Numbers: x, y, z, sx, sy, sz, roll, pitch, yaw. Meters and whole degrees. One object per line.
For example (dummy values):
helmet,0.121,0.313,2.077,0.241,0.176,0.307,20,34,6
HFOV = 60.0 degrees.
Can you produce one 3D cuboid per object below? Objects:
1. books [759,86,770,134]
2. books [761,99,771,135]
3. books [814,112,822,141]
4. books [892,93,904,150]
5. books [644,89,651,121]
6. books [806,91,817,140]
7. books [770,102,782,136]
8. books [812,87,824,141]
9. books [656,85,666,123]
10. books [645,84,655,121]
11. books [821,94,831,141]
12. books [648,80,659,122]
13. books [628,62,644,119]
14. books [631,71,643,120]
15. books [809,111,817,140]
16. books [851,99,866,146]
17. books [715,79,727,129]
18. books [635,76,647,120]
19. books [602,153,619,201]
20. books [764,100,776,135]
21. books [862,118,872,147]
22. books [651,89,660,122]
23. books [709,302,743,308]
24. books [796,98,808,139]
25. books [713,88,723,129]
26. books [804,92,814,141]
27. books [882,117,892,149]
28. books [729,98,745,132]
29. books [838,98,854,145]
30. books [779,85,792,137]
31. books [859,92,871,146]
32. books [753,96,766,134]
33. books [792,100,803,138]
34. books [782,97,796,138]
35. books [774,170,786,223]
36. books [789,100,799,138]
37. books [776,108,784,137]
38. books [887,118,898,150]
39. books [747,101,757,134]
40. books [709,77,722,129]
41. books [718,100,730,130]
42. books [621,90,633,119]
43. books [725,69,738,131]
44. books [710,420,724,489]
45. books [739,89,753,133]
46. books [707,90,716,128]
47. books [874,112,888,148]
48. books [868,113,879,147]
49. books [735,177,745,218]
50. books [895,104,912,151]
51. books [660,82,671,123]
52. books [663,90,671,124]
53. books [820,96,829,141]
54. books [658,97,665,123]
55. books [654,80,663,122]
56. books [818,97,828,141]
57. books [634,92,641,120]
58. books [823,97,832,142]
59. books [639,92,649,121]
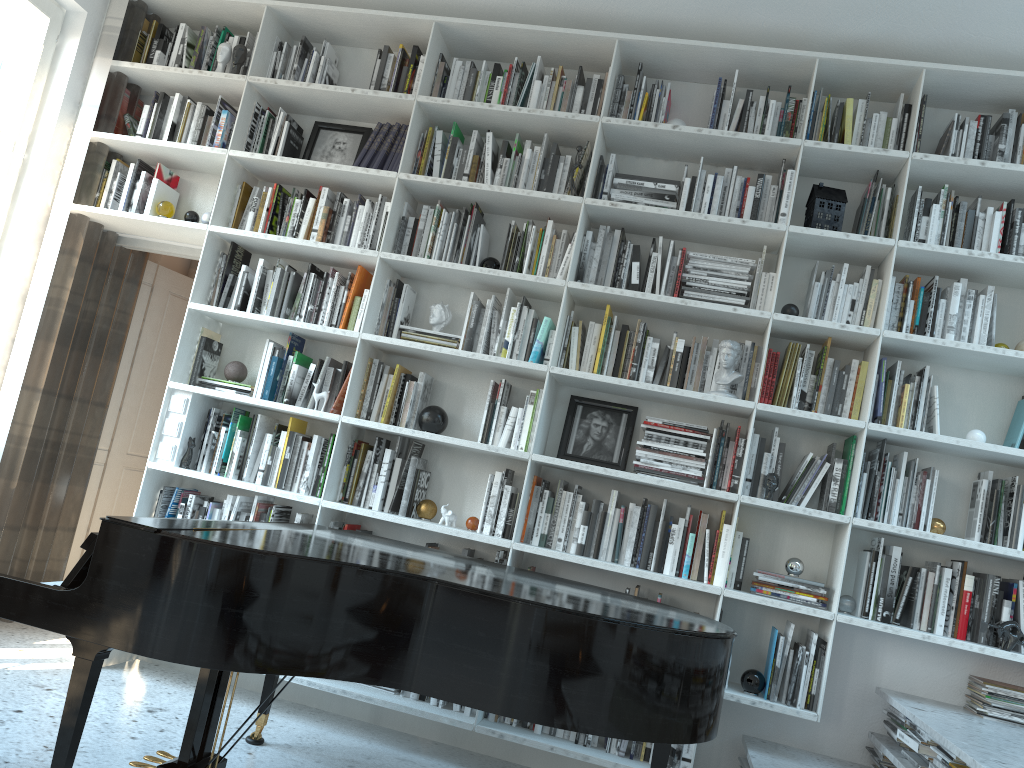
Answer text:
books,1.085,-1.125,3.852,0.010,0.270,0.180,11,-7,12
books,1.092,-1.096,3.856,0.012,0.216,0.179,11,-7,12
books,1.301,-1.044,3.819,0.015,0.192,0.160,11,-7,12
books,1.622,-1.053,3.773,0.012,0.329,0.128,11,-7,12
books,0.607,-1.189,3.992,0.006,0.232,0.136,11,-7,12
books,1.275,-1.094,3.820,0.008,0.278,0.171,11,-7,12
books,1.139,-1.092,3.875,0.026,0.233,0.137,11,-7,12
books,1.300,-1.098,3.821,0.007,0.297,0.181,11,-7,12
books,0.662,-1.188,3.975,0.013,0.249,0.148,11,-7,12
books,0.615,-1.196,3.978,0.014,0.248,0.139,11,-7,12
books,1.334,-1.081,3.820,0.007,0.279,0.150,11,-7,12
books,0.629,-1.203,3.970,0.013,0.264,0.147,11,-7,12
books,0.553,-1.255,4.000,0.014,0.340,0.145,11,-7,12
books,0.559,-1.232,3.989,0.010,0.296,0.153,11,-7,12
books,1.283,-1.052,3.835,0.016,0.204,0.143,11,-7,12
books,1.465,-1.054,3.796,0.030,0.274,0.151,11,-7,12
books,0.913,-1.167,3.908,0.011,0.295,0.157,11,-7,12
books,0.573,-1.215,3.969,0.011,0.264,0.163,11,-7,12
books,0.432,-0.864,3.931,0.021,0.248,0.192,11,-7,12
books,1.104,-1.088,3.835,0.023,0.202,0.193,11,-7,12
books,1.486,-1.006,3.763,0.022,0.179,0.173,11,-7,12
books,0.637,-1.179,3.960,0.016,0.219,0.144,11,-7,12
books,0.854,-0.320,3.786,0.254,0.012,0.161,10,-8,15
books,1.241,-1.087,3.842,0.022,0.256,0.137,11,-7,12
books,0.901,-1.154,3.917,0.011,0.266,0.129,11,-7,12
books,1.269,-1.095,3.841,0.012,0.284,0.160,11,-7,12
books,1.567,-1.000,3.765,0.025,0.203,0.162,11,-7,12
books,0.971,-1.115,3.883,0.050,0.210,0.173,11,-7,12
books,1.419,-1.056,3.783,0.054,0.254,0.191,11,-7,12
books,1.177,-1.124,3.860,0.012,0.308,0.138,11,-7,12
books,1.483,-1.065,3.776,0.010,0.297,0.168,11,-7,12
books,1.068,-1.109,3.868,0.023,0.236,0.154,11,-7,12
books,1.221,-1.082,3.838,0.014,0.238,0.153,11,-7,12
books,1.188,-1.091,3.845,0.028,0.243,0.161,11,-7,12
books,1.142,-0.755,3.816,0.010,0.299,0.133,11,-7,12
books,1.210,-1.086,3.850,0.014,0.244,0.145,11,-7,12
books,1.155,-1.075,3.863,0.014,0.204,0.135,11,-7,12
books,1.588,-0.993,3.752,0.022,0.194,0.182,11,-7,12
books,1.037,-1.099,3.867,0.033,0.202,0.166,11,-7,12
books,0.889,-1.171,3.905,0.014,0.292,0.176,11,-7,12
books,0.926,-1.119,3.910,0.031,0.208,0.147,11,-7,12
books,0.516,-1.189,3.983,0.026,0.194,0.166,11,-7,12
books,0.954,-1.179,3.892,0.010,0.331,0.186,11,-7,12
books,0.853,0.304,3.706,0.011,0.298,0.130,11,-7,12
books,1.018,-1.133,3.896,0.028,0.269,0.140,11,-7,12
books,0.875,-1.148,3.922,0.012,0.245,0.151,11,-7,12
books,1.538,-1.013,3.751,0.031,0.213,0.170,11,-7,12
books,1.511,-1.012,3.760,0.024,0.201,0.180,11,-7,12
books,0.977,-0.755,3.842,0.011,0.238,0.139,11,-7,12
books,1.628,-1.017,3.733,0.029,0.252,0.186,11,-7,12
books,0.680,-1.190,3.954,0.011,0.255,0.143,11,-7,12
books,0.688,-1.176,3.971,0.004,0.235,0.138,11,-7,12
books,1.323,-1.075,3.809,0.006,0.259,0.166,11,-7,12
books,0.664,-1.157,3.959,0.010,0.186,0.152,11,-7,12
books,0.650,-1.195,3.958,0.005,0.255,0.168,11,-7,12
books,1.312,-1.069,3.795,0.007,0.239,0.191,11,-7,12
books,0.562,-1.184,3.994,0.011,0.205,0.145,11,-7,12
books,1.350,-1.071,3.805,0.034,0.260,0.158,11,-7,12
books,0.585,-1.176,3.974,0.023,0.195,0.172,11,-7,12
